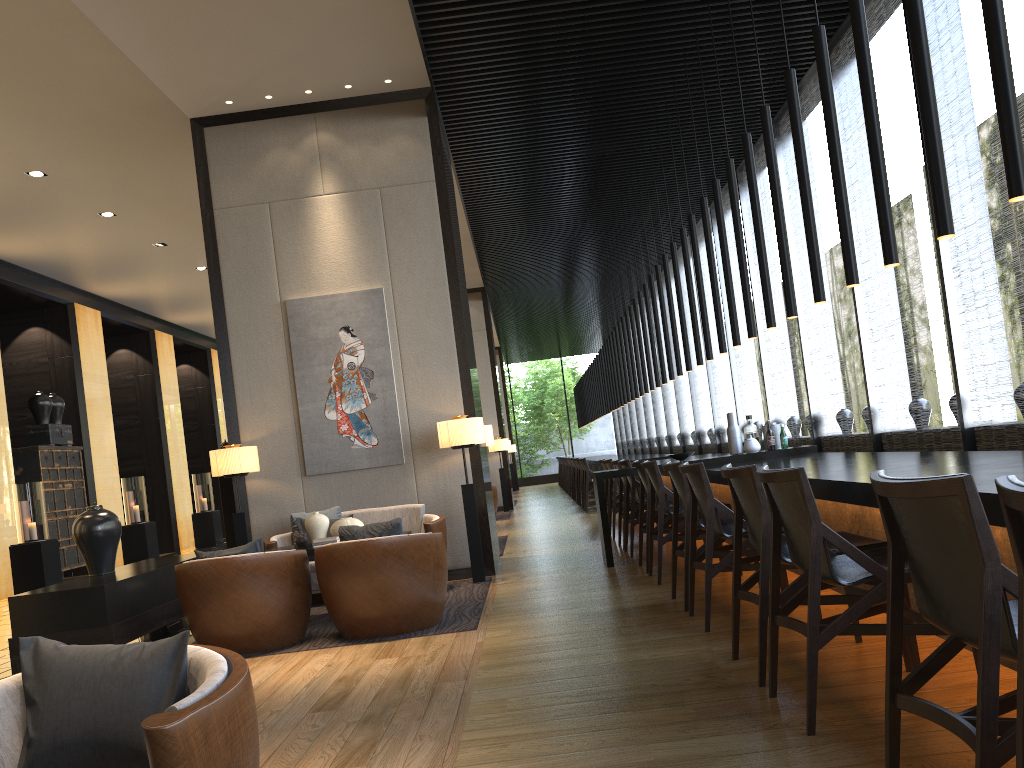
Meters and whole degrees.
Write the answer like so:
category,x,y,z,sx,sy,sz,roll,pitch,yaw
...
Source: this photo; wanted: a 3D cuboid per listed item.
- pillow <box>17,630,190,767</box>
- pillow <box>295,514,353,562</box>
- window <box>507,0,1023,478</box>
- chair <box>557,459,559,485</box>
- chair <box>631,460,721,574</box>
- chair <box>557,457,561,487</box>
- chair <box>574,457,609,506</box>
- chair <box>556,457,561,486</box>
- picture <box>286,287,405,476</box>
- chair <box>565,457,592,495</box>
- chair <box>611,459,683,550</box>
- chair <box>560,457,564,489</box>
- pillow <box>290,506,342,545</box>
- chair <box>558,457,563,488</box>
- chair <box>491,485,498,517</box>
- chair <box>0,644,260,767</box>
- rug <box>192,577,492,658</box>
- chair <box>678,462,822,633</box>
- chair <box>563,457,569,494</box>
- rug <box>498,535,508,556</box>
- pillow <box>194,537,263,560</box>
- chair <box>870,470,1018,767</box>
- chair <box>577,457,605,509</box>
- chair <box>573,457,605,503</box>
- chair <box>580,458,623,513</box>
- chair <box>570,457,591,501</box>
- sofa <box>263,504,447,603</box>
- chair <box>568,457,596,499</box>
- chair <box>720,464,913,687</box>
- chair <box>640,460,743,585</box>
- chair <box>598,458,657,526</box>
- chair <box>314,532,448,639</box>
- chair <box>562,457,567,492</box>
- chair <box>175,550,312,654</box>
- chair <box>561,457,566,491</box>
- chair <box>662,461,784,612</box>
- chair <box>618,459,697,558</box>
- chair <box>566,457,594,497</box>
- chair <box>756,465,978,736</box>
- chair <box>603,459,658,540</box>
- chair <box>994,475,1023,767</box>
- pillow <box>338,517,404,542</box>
category,x,y,z,sx,sy,sz,roll,pitch,yaw
pillow,-0.959,0.751,2.110,0.442,0.337,0.205,-8,-2,8
pillow,-1.476,1.213,7.047,0.471,0.360,0.220,-7,-2,-2
window,-2.761,0.245,12.759,12.054,4.219,31.965,-7,-5,1
chair,1.574,2.488,25.644,0.563,0.826,0.527,-7,-2,1
chair,1.215,0.962,6.707,0.563,0.826,0.527,-7,-2,1
chair,1.542,2.356,23.998,0.563,0.826,0.527,-7,-2,1
chair,1.376,1.646,15.194,0.563,0.826,0.527,-7,-2,1
chair,1.563,2.442,25.069,0.563,0.826,0.527,-7,-2,1
picture,-1.413,-0.020,7.498,0.835,1.499,0.037,-7,-1,1
chair,1.449,1.958,19.060,0.563,0.826,0.527,-7,-2,1
chair,1.245,1.090,8.294,0.563,0.826,0.527,-7,-2,1
chair,1.511,2.223,22.352,0.563,0.826,0.527,-7,-2,1
pillow,-1.575,1.218,7.204,0.432,0.399,0.202,-6,-2,-21
chair,1.532,2.309,23.423,0.563,0.826,0.527,-7,-2,1
chair,-0.622,1.929,14.241,0.804,0.603,0.607,-7,-3,1
chair,-0.939,0.952,1.986,0.804,0.603,0.607,-7,-3,1
rug,-1.153,1.633,6.257,1.958,0.008,2.247,-7,-5,1
chair,1.174,0.788,4.544,0.563,0.826,0.527,-7,-2,1
chair,1.469,2.044,20.131,0.563,0.826,0.527,-7,-2,1
rug,-1.083,1.933,9.980,2.041,0.008,2.247,-7,-5,1
pillow,-1.671,1.102,5.270,0.442,0.337,0.205,-8,-2,8
chair,1.125,0.577,1.918,0.563,0.826,0.527,-7,-2,1
chair,1.356,1.560,14.123,0.563,0.826,0.527,-7,-2,1
chair,1.387,1.693,15.769,0.563,0.826,0.527,-7,-2,1
chair,1.345,1.514,13.548,0.563,0.826,0.527,-7,-2,1
chair,1.407,1.779,16.840,0.563,0.826,0.527,-7,-2,1
sofa,-1.221,1.366,7.096,1.449,0.692,0.604,-7,-3,1
chair,1.418,1.825,17.415,0.563,0.826,0.527,-7,-2,1
chair,1.155,0.707,3.532,0.563,0.826,0.527,-7,-2,1
chair,1.204,0.916,6.132,0.563,0.826,0.527,-7,-2,1
chair,1.275,1.218,9.882,0.563,0.826,0.527,-7,-2,1
chair,-0.790,1.214,5.371,0.804,0.603,0.607,-7,-3,1
chair,1.480,2.091,20.706,0.563,0.826,0.527,-7,-2,1
chair,-1.639,1.322,5.385,0.804,0.603,0.607,-7,-3,1
chair,1.500,2.177,21.777,0.563,0.826,0.527,-7,-2,1
chair,1.185,0.834,5.119,0.563,0.826,0.527,-7,-2,1
chair,1.234,1.044,7.720,0.563,0.826,0.527,-7,-2,1
chair,1.438,1.912,18.486,0.563,0.826,0.527,-7,-2,1
chair,1.144,0.660,2.957,0.563,0.826,0.527,-7,-2,1
chair,1.264,1.172,9.307,0.563,0.826,0.527,-7,-2,1
chair,1.114,0.530,1.343,0.563,0.826,0.527,-7,-2,1
pillow,-0.820,0.990,5.258,0.399,0.361,0.222,-7,-2,1
